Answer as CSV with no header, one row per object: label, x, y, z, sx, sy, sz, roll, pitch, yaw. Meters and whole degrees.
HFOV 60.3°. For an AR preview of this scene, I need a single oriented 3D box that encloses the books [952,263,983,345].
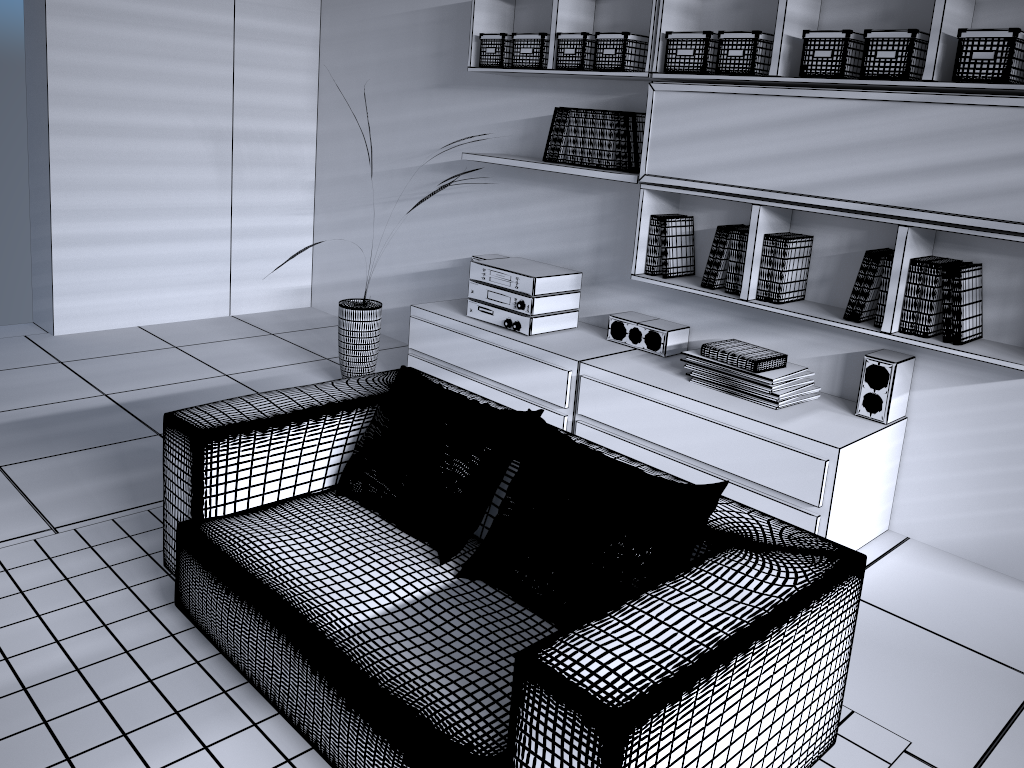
books,1.530,-0.271,2.962,0.209,0.254,0.076,-9,18,-44

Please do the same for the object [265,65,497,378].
object,-0.624,-0.751,4.392,1.174,1.549,0.256,1,12,-13

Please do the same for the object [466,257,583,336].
object,0.050,-0.427,4.203,0.350,0.263,0.437,-10,21,-43

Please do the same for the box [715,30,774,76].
box,0.939,-1.270,3.415,0.283,0.158,0.177,-11,21,-43

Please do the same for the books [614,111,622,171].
books,0.531,-1.073,3.905,0.209,0.254,0.076,-9,18,-44

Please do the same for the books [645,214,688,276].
books,0.666,-0.605,3.823,0.209,0.253,0.051,-9,18,-44

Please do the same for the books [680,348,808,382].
books,0.916,-0.089,3.464,0.288,0.008,0.423,-11,23,-42

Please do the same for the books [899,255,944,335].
books,1.426,-0.310,3.062,0.209,0.253,0.051,-9,18,-44

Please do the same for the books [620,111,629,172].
books,0.552,-1.064,3.882,0.209,0.254,0.076,-9,18,-44

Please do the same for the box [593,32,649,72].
box,0.510,-1.436,3.842,0.283,0.158,0.182,-11,21,-43

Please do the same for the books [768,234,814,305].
books,1.078,-0.446,3.414,0.209,0.253,0.051,-9,18,-44

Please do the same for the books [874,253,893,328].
books,1.363,-0.335,3.119,0.209,0.253,0.051,-9,18,-44

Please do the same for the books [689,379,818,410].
books,0.937,0.017,3.449,0.288,0.008,0.423,-11,23,-42

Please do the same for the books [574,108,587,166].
books,0.379,-1.132,4.059,0.209,0.253,0.051,-9,18,-44

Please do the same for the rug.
rug,-0.436,0.724,2.309,1.814,0.001,2.270,-12,24,-43

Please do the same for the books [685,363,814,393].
books,0.922,-0.046,3.456,0.288,0.008,0.423,-11,23,-42

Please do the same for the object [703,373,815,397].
object,0.936,-0.032,3.451,0.288,0.008,0.423,-11,23,-42

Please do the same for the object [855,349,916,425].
object,1.360,0.008,3.217,0.178,0.226,0.121,-9,19,-44

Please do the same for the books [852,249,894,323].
books,1.314,-0.353,3.163,0.076,0.254,0.209,16,18,42

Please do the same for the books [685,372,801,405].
books,0.936,-0.005,3.458,0.288,0.008,0.423,-11,23,-42

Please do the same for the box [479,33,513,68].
box,-0.007,-1.635,4.355,0.283,0.158,0.177,-11,21,-43

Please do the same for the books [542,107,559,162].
books,0.246,-1.179,4.181,0.073,0.252,0.209,16,18,42

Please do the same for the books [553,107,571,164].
books,0.294,-1.164,4.140,0.076,0.254,0.209,16,18,42

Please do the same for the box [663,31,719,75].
box,0.780,-1.331,3.573,0.283,0.158,0.215,-11,21,-43

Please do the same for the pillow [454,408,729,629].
pillow,0.162,0.345,2.071,0.575,0.389,0.303,18,19,41

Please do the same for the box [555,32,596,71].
box,0.352,-1.497,3.999,0.283,0.158,0.177,-11,21,-43

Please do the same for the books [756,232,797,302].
books,1.040,-0.459,3.445,0.209,0.253,0.051,-9,18,-44

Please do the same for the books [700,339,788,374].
books,0.901,-0.110,3.429,0.209,0.049,0.263,-9,22,-38

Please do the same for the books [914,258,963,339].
books,1.464,-0.297,3.030,0.209,0.253,0.051,-9,18,-44

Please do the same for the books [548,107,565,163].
books,0.272,-1.172,4.161,0.076,0.254,0.209,16,18,43

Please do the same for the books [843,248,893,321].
books,1.291,-0.361,3.184,0.076,0.254,0.209,16,18,43

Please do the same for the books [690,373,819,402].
books,0.937,-0.010,3.441,0.288,0.008,0.423,-11,23,-42

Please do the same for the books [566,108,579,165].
books,0.343,-1.146,4.095,0.209,0.253,0.051,-9,18,-44

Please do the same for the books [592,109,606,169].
books,0.453,-1.105,3.988,0.209,0.253,0.051,-9,18,-44

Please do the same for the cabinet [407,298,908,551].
cabinet,0.450,0.079,3.884,0.579,0.439,2.308,-10,22,-43

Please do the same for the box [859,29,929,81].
box,1.338,-1.116,3.020,0.283,0.158,0.182,-11,21,-44

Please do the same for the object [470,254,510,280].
object,-0.122,-0.564,4.689,0.178,0.226,0.121,-9,19,-44

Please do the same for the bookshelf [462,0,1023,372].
bookshelf,0.838,-0.998,3.561,0.330,1.223,2.866,-7,20,-44

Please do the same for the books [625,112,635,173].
books,0.572,-1.053,3.857,0.209,0.252,0.073,-9,18,-44

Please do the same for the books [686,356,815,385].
books,0.923,-0.074,3.449,0.288,0.008,0.423,-11,23,-42

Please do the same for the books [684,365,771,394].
books,0.917,-0.040,3.462,0.288,0.008,0.423,-11,23,-42

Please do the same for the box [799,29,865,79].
box,1.182,-1.176,3.174,0.283,0.158,0.182,-11,21,-44

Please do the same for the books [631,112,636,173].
books,0.598,-1.052,3.853,0.209,0.252,0.073,-9,18,-44

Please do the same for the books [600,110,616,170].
books,0.487,-1.090,3.951,0.209,0.253,0.051,-9,18,-44

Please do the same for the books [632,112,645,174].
books,0.597,-1.041,3.820,0.073,0.252,0.209,16,18,42

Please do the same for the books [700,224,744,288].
books,0.870,-0.524,3.603,0.076,0.254,0.209,16,18,43

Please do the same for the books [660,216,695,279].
books,0.710,-0.587,3.777,0.209,0.254,0.076,-9,18,-44

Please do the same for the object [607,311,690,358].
object,0.609,-0.227,3.969,0.178,0.116,0.334,-10,22,-43

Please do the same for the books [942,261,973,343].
books,1.508,-0.280,2.984,0.209,0.254,0.076,-9,18,-44

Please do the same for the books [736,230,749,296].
books,0.977,-0.484,3.501,0.209,0.253,0.051,-9,18,-44

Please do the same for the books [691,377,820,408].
books,0.942,0.011,3.443,0.288,0.008,0.423,-11,23,-42

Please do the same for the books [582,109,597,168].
books,0.412,-1.118,4.020,0.209,0.253,0.051,-9,18,-44

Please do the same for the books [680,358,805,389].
books,0.916,-0.062,3.471,0.288,0.008,0.423,-11,23,-42

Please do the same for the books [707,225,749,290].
books,0.892,-0.515,3.582,0.076,0.254,0.209,16,18,42

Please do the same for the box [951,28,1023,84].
box,1.549,-1.035,2.811,0.283,0.158,0.182,-11,21,-44

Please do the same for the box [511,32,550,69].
box,0.163,-1.569,4.186,0.283,0.158,0.215,-11,22,-43

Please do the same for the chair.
chair,-0.143,0.484,2.236,0.968,0.539,1.677,-11,22,-43

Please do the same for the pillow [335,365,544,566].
pillow,-0.244,0.210,2.477,0.576,0.380,0.343,18,19,40

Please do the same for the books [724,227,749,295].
books,0.941,-0.498,3.537,0.209,0.253,0.051,-9,18,-44

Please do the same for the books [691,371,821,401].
books,0.942,-0.017,3.435,0.288,0.008,0.423,-11,23,-42
